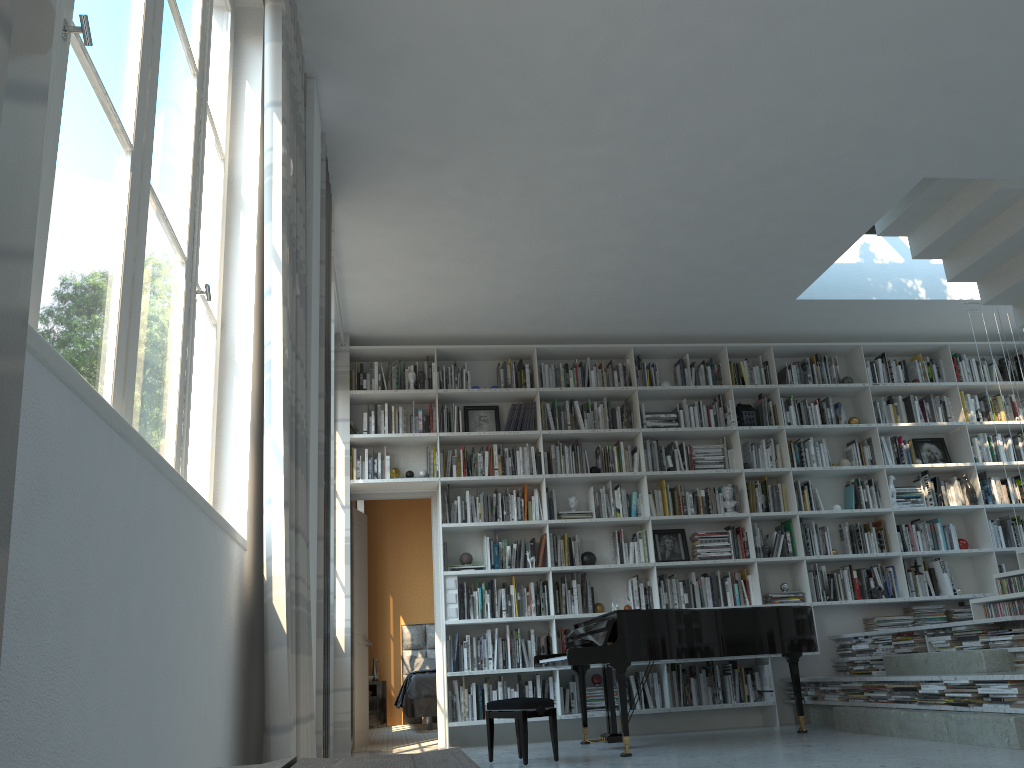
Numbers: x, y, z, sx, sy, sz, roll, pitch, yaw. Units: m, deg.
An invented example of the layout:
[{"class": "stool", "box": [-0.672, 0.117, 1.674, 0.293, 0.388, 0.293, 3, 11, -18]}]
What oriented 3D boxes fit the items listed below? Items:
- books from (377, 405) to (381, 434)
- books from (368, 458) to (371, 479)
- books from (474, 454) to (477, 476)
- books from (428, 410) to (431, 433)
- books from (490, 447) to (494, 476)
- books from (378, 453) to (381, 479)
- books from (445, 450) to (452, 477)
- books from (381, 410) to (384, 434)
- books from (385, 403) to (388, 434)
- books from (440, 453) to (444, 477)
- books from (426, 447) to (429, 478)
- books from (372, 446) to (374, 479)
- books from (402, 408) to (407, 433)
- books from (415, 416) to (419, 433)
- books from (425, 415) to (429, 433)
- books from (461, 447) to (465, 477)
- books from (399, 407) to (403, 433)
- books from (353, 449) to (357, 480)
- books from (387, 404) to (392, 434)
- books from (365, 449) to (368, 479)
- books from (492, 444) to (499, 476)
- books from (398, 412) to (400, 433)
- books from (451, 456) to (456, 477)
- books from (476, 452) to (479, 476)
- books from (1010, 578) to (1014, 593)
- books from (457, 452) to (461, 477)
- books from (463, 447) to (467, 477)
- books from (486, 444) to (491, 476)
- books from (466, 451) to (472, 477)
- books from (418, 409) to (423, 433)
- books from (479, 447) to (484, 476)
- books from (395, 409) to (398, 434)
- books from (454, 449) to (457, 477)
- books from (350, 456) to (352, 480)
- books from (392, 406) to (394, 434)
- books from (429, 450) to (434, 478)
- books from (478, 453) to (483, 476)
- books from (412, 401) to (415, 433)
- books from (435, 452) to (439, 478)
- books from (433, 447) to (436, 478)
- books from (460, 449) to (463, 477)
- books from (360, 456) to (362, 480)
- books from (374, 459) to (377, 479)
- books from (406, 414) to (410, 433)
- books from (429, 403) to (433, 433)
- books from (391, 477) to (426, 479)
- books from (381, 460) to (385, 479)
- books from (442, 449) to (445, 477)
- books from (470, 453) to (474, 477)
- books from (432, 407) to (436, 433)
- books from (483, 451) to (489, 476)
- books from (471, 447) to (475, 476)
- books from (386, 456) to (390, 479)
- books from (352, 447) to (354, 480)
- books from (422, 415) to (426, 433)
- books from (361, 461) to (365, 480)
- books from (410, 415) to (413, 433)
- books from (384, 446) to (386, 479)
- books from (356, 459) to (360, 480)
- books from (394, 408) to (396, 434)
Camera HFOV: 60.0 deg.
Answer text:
[{"class": "books", "box": [-1.093, 0.330, 7.304, 0.028, 0.287, 0.133, -1, -18, -8]}, {"class": "books", "box": [-1.152, 0.718, 7.180, 0.023, 0.213, 0.141, -1, -18, -8]}, {"class": "books", "box": [-0.302, 0.697, 7.277, 0.014, 0.217, 0.164, -1, -18, -8]}, {"class": "books", "box": [-0.686, 0.352, 7.359, 0.014, 0.235, 0.144, -1, -18, -8]}, {"class": "books", "box": [-0.168, 0.668, 7.298, 0.023, 0.270, 0.187, -1, -18, -8]}, {"class": "books", "box": [-1.068, 0.692, 7.155, 0.021, 0.236, 0.189, -1, -18, -8]}, {"class": "books", "box": [-0.523, 0.685, 7.266, 0.062, 0.257, 0.153, -1, -18, -8]}, {"class": "books", "box": [-1.066, 0.353, 7.299, 0.024, 0.238, 0.156, -1, -18, -8]}, {"class": "books", "box": [-1.031, 0.322, 7.286, 0.021, 0.285, 0.179, -1, -18, -8]}, {"class": "books", "box": [-0.575, 0.696, 7.247, 0.022, 0.231, 0.151, -1, -18, -8]}, {"class": "books", "box": [-0.688, 0.671, 7.236, 0.012, 0.284, 0.160, -1, -18, -8]}, {"class": "books", "box": [-1.121, 0.666, 7.161, 0.013, 0.296, 0.188, -1, -18, -8]}, {"class": "books", "box": [-0.888, 0.340, 7.309, 0.030, 0.250, 0.166, -1, -18, -8]}, {"class": "books", "box": [-0.789, 0.376, 7.330, 0.031, 0.182, 0.151, -1, -18, -8]}, {"class": "books", "box": [-0.703, 0.370, 7.335, 0.026, 0.187, 0.155, -1, -18, -8]}, {"class": "books", "box": [-0.403, 0.670, 7.277, 0.020, 0.280, 0.165, -1, -18, -8]}, {"class": "books", "box": [-0.915, 0.335, 7.308, 0.025, 0.260, 0.167, -1, -18, -8]}, {"class": "books", "box": [-1.263, 0.679, 7.151, 0.023, 0.280, 0.171, -1, -18, -8]}, {"class": "books", "box": [-1.005, 0.325, 7.309, 0.037, 0.290, 0.156, -1, -18, -8]}, {"class": "books", "box": [-1.175, 0.681, 7.172, 0.022, 0.280, 0.157, -1, -18, -8]}, {"class": "books", "box": [-0.142, 0.659, 7.299, 0.030, 0.284, 0.186, -1, -18, -8]}, {"class": "books", "box": [-0.937, 0.360, 7.330, 0.011, 0.230, 0.135, -1, -18, -8]}, {"class": "books", "box": [-0.475, 0.707, 7.240, 0.026, 0.194, 0.176, -1, -18, -8]}, {"class": "books", "box": [-0.290, 0.693, 7.286, 0.011, 0.228, 0.171, -1, -18, -8]}, {"class": "books", "box": [3.708, 1.477, 6.474, 0.125, 0.125, 0.010, -1, -18, -8]}, {"class": "books", "box": [-0.439, 0.694, 7.262, 0.030, 0.229, 0.172, -1, -18, -8]}, {"class": "books", "box": [-0.386, 0.668, 7.269, 0.011, 0.276, 0.164, -1, -18, -8]}, {"class": "books", "box": [-0.190, 0.658, 7.318, 0.014, 0.303, 0.152, -1, -18, -8]}, {"class": "books", "box": [-0.359, 0.686, 7.285, 0.047, 0.249, 0.134, -1, -18, -8]}, {"class": "books", "box": [-0.758, 0.347, 7.320, 0.029, 0.228, 0.192, -1, -18, -8]}, {"class": "books", "box": [-0.248, 0.672, 7.298, 0.014, 0.271, 0.181, -1, -18, -8]}, {"class": "books", "box": [-0.949, 0.345, 7.302, 0.021, 0.243, 0.174, -1, -18, -8]}, {"class": "books", "box": [-0.461, 0.680, 7.268, 0.010, 0.262, 0.151, -1, -18, -8]}, {"class": "books", "box": [-1.292, 0.708, 7.138, 0.013, 0.221, 0.163, -1, -18, -8]}, {"class": "books", "box": [-0.979, 0.333, 7.302, 0.013, 0.268, 0.162, -1, -18, -8]}, {"class": "books", "box": [-0.662, 0.685, 7.258, 0.044, 0.268, 0.134, -1, -18, -8]}, {"class": "books", "box": [-0.268, 0.697, 7.281, 0.031, 0.216, 0.173, -1, -18, -8]}, {"class": "books", "box": [-0.812, 0.314, 7.330, 0.012, 0.302, 0.189, -1, -18, -8]}, {"class": "books", "box": [-0.612, 0.689, 7.208, 0.021, 0.224, 0.232, -1, -18, -8]}, {"class": "books", "box": [-0.634, 0.672, 7.249, 0.010, 0.285, 0.137, -1, -18, -8]}, {"class": "books", "box": [-0.418, 0.682, 7.267, 0.014, 0.252, 0.188, -1, -18, -8]}, {"class": "books", "box": [-1.217, 0.708, 7.148, 0.010, 0.219, 0.182, -1, -18, -8]}, {"class": "books", "box": [-1.101, 0.719, 7.161, 0.024, 0.192, 0.181, -1, -18, -8]}, {"class": "books", "box": [-0.860, 0.363, 7.325, 0.028, 0.211, 0.139, -1, -18, -8]}, {"class": "books", "box": [-0.673, 0.320, 7.358, 0.014, 0.293, 0.173, -1, -18, -8]}, {"class": "books", "box": [-0.837, 0.782, 7.188, 0.285, 0.012, 0.160, -1, -18, -6]}, {"class": "books", "box": [-1.047, 0.726, 7.190, 0.029, 0.190, 0.135, -1, -18, -8]}, {"class": "books", "box": [-0.558, 0.678, 7.246, 0.012, 0.262, 0.181, -1, -18, -8]}, {"class": "books", "box": [-0.330, 0.696, 7.290, 0.012, 0.230, 0.150, -1, -18, -8]}, {"class": "books", "box": [-0.649, 0.337, 7.372, 0.037, 0.267, 0.113, -1, -18, -8]}, {"class": "books", "box": [-0.218, 0.689, 7.301, 0.047, 0.237, 0.163, -1, -18, -8]}, {"class": "books", "box": [-0.318, 0.673, 7.295, 0.012, 0.276, 0.151, -1, -18, -8]}, {"class": "books", "box": [-1.001, 0.706, 7.167, 0.029, 0.210, 0.188, -1, -18, -8]}, {"class": "books", "box": [-1.284, 0.677, 7.173, 0.013, 0.301, 0.135, -1, -18, -8]}, {"class": "books", "box": [-0.732, 0.372, 7.346, 0.029, 0.195, 0.147, -1, -18, -8]}, {"class": "books", "box": [-1.200, 0.732, 7.169, 0.029, 0.184, 0.135, -1, -18, -8]}, {"class": "books", "box": [-0.832, 0.373, 7.334, 0.029, 0.197, 0.144, -1, -18, -8]}, {"class": "books", "box": [-1.026, 0.669, 7.190, 0.013, 0.297, 0.179, -1, -18, -8]}, {"class": "books", "box": [-1.236, 0.721, 7.150, 0.029, 0.196, 0.161, -1, -18, -8]}, {"class": "books", "box": [-0.966, 0.342, 7.300, 0.012, 0.248, 0.192, -1, -18, -8]}]
